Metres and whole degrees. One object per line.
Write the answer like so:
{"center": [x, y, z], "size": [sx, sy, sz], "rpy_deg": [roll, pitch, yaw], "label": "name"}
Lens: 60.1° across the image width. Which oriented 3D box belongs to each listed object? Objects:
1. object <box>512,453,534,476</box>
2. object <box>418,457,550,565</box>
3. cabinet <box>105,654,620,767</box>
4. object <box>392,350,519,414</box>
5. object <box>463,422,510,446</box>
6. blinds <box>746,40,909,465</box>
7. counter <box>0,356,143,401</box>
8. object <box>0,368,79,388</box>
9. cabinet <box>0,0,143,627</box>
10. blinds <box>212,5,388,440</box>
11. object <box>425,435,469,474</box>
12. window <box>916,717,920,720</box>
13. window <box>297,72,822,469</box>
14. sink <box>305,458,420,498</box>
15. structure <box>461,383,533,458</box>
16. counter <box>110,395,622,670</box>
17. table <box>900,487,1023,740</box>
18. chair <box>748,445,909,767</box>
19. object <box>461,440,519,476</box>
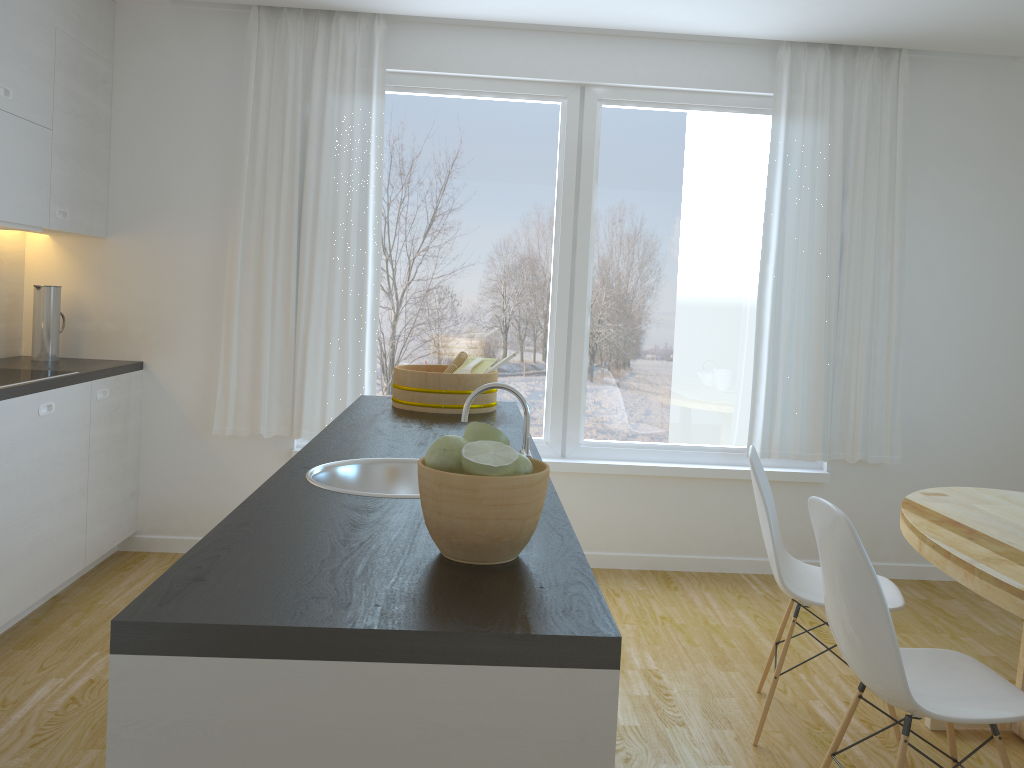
{"center": [-0.011, 0.146, 1.387], "size": [0.081, 0.085, 0.098], "rpy_deg": [0, 5, -38], "label": "object"}
{"center": [-0.047, 0.193, 1.376], "size": [0.205, 0.141, 0.206], "rpy_deg": [-1, 6, -41], "label": "object"}
{"center": [-0.251, 0.666, 2.259], "size": [0.600, 0.907, 2.410], "rpy_deg": [3, 5, -3], "label": "cabinet"}
{"center": [-0.228, -0.025, 3.217], "size": [0.379, 0.213, 0.430], "rpy_deg": [5, 5, 25], "label": "object"}
{"center": [-0.043, 0.096, 1.441], "size": [0.077, 0.071, 0.074], "rpy_deg": [4, 4, 22], "label": "object"}
{"center": [1.642, -0.677, 4.450], "size": [0.795, 2.155, 0.150], "rpy_deg": [3, 2, -2], "label": "blinds"}
{"center": [-2.081, -0.009, 3.378], "size": [0.600, 0.040, 2.008], "rpy_deg": [3, 5, -3], "label": "counter"}
{"center": [-2.083, -0.027, 3.381], "size": [0.561, 0.013, 0.656], "rpy_deg": [3, 5, -3], "label": "object"}
{"center": [-1.974, -0.267, 2.773], "size": [0.481, 2.294, 3.213], "rpy_deg": [3, 4, -3], "label": "cabinet"}
{"center": [-1.016, -0.801, 4.317], "size": [0.795, 2.155, 0.150], "rpy_deg": [3, 2, -3], "label": "blinds"}
{"center": [-0.091, 0.128, 1.382], "size": [0.086, 0.098, 0.102], "rpy_deg": [4, 4, 18], "label": "object"}
{"center": [2.277, -0.152, 1.758], "size": [2.548, 2.049, 1.886], "rpy_deg": [3, 3, -3], "label": "window"}
{"center": [0.311, -0.576, 4.584], "size": [2.726, 1.914, 0.088], "rpy_deg": [3, 2, -3], "label": "window"}
{"center": [-0.248, 0.275, 1.930], "size": [0.405, 0.156, 0.404], "rpy_deg": [7, 6, 39], "label": "sink"}
{"center": [-0.030, 0.107, 1.908], "size": [0.162, 0.215, 0.097], "rpy_deg": [3, 2, -3], "label": "structure"}
{"center": [-0.227, 0.193, 2.244], "size": [0.600, 0.040, 2.410], "rpy_deg": [3, 5, -3], "label": "counter"}
{"center": [1.766, 0.859, 2.284], "size": [1.193, 0.723, 2.198], "rpy_deg": [3, 5, -4], "label": "table"}
{"center": [1.017, 0.677, 2.885], "size": [0.524, 0.899, 0.430], "rpy_deg": [4, 3, 17], "label": "chair"}
{"center": [-0.034, 0.123, 1.313], "size": [0.086, 0.065, 0.084], "rpy_deg": [4, 4, 9], "label": "object"}
